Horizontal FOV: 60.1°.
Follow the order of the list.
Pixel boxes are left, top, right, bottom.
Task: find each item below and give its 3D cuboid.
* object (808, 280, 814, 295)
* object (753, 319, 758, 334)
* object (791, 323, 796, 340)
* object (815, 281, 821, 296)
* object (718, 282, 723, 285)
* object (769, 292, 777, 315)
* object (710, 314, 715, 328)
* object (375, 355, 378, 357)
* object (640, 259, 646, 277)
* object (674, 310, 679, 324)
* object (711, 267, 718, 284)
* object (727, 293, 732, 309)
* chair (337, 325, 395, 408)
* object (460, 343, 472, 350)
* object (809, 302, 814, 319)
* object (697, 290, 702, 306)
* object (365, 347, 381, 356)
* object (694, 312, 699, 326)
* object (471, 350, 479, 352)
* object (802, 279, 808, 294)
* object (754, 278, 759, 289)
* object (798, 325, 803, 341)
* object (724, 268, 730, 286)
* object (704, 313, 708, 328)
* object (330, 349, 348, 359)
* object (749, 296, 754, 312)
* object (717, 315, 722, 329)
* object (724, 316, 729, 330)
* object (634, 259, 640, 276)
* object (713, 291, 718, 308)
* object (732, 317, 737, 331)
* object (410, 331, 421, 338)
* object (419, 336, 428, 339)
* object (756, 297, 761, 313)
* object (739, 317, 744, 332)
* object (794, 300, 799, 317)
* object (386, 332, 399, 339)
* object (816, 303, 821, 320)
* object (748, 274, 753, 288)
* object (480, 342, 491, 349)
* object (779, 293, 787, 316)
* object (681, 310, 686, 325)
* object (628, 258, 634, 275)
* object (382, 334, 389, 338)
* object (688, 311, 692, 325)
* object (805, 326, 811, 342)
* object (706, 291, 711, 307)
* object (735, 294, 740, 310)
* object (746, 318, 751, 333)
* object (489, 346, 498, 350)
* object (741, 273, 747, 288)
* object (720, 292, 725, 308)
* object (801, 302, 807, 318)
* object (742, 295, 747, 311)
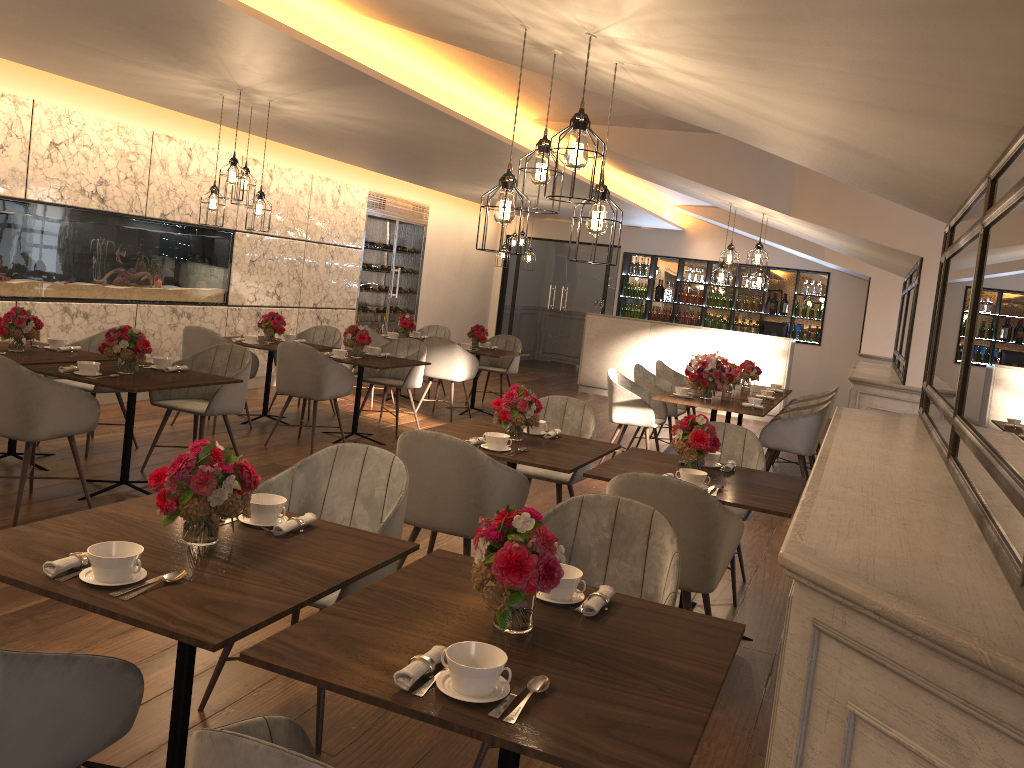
[{"bbox_3d":[4.673,-1.506,13.802,0.070,0.235,0.041,8,4,21],"label":"object"},{"bbox_3d":[3.904,-0.911,14.152,0.065,0.260,0.066,7,4,0],"label":"object"},{"bbox_3d":[4.439,-0.824,13.937,0.065,0.262,0.066,7,4,0],"label":"object"},{"bbox_3d":[4.765,-1.491,13.765,0.070,0.235,0.041,8,4,21],"label":"object"},{"bbox_3d":[3.387,-1.755,14.318,0.075,0.309,0.075,9,4,32],"label":"object"},{"bbox_3d":[4.143,-1.283,14.028,0.104,0.358,0.104,6,4,-16],"label":"object"},{"bbox_3d":[3.273,-1.014,14.406,0.065,0.260,0.066,7,4,0],"label":"object"},{"bbox_3d":[-1.185,-0.258,7.965,0.025,0.024,0.193,9,7,21],"label":"object"},{"bbox_3d":[2.198,-1.950,14.797,0.075,0.309,0.075,5,4,-22],"label":"object"},{"bbox_3d":[2.728,-1.104,14.626,0.065,0.260,0.066,7,4,0],"label":"object"},{"bbox_3d":[3.291,-1.771,14.357,0.075,0.309,0.075,4,4,-36],"label":"object"},{"bbox_3d":[3.519,-1.340,14.304,0.065,0.262,0.066,7,4,0],"label":"object"},{"bbox_3d":[-1.586,-0.217,9.788,0.566,0.869,0.527,8,5,22],"label":"chair"},{"bbox_3d":[-0.511,-0.410,9.741,0.148,0.072,0.149,4,7,-26],"label":"object"},{"bbox_3d":[4.684,-1.148,13.835,0.065,0.260,0.066,7,4,0],"label":"object"},{"bbox_3d":[3.075,-1.412,14.482,0.065,0.260,0.066,7,4,0],"label":"object"},{"bbox_3d":[-1.252,-0.294,8.002,0.148,0.072,0.149,4,7,-26],"label":"object"},{"bbox_3d":[3.033,-1.054,14.503,0.065,0.260,0.066,7,4,0],"label":"object"},{"bbox_3d":[-0.403,-0.365,9.719,0.043,0.015,0.197,9,7,17],"label":"object"},{"bbox_3d":[4.580,-1.521,13.839,0.070,0.235,0.041,8,4,21],"label":"object"},{"bbox_3d":[3.907,-1.632,14.110,0.070,0.235,0.041,8,4,21],"label":"object"},{"bbox_3d":[4.540,-0.806,13.896,0.065,0.260,0.066,7,4,0],"label":"object"},{"bbox_3d":[3.483,-1.740,14.280,0.075,0.309,0.075,9,4,32],"label":"object"},{"bbox_3d":[3.172,-1.031,14.447,0.065,0.260,0.066,7,4,0],"label":"object"},{"bbox_3d":[-1.447,-0.250,7.424,0.148,0.072,0.149,4,7,-26],"label":"object"},{"bbox_3d":[3.845,-1.286,14.172,0.065,0.260,0.066,7,4,0],"label":"object"},{"bbox_3d":[3.375,-0.997,14.365,0.065,0.260,0.066,7,4,0],"label":"object"},{"bbox_3d":[3.477,-0.981,14.324,0.065,0.260,0.066,7,4,0],"label":"object"},{"bbox_3d":[2.102,-1.966,14.836,0.075,0.309,0.075,5,4,-25],"label":"object"},{"bbox_3d":[3.316,-1.374,14.385,0.065,0.262,0.066,7,4,0],"label":"object"},{"bbox_3d":[3.599,-0.961,14.275,0.065,0.260,0.066,7,4,0],"label":"object"},{"bbox_3d":[-1.161,-0.593,10.659,0.149,0.072,0.148,12,8,44],"label":"object"},{"bbox_3d":[-1.058,-0.559,10.618,0.056,0.039,0.176,9,7,21],"label":"object"},{"bbox_3d":[3.946,-1.269,14.131,0.065,0.260,0.066,7,4,0],"label":"object"},{"bbox_3d":[3.701,-0.944,14.234,0.065,0.260,0.066,7,4,0],"label":"object"},{"bbox_3d":[4.481,-1.182,13.916,0.065,0.262,0.066,7,4,0],"label":"object"},{"bbox_3d":[-1.356,-0.548,10.081,0.148,0.072,0.149,4,7,-26],"label":"object"},{"bbox_3d":[4.786,-1.131,13.794,0.065,0.260,0.066,7,4,0],"label":"object"},{"bbox_3d":[3.815,-1.647,14.147,0.070,0.235,0.041,8,4,21],"label":"object"},{"bbox_3d":[-0.316,-0.454,10.319,0.149,0.072,0.148,12,8,44],"label":"object"},{"bbox_3d":[4.286,-1.260,13.967,0.103,0.358,0.104,4,5,-41],"label":"object"},{"bbox_3d":[2.829,-1.087,14.585,0.065,0.260,0.066,7,4,0],"label":"object"},{"bbox_3d":[2.006,-1.982,14.874,0.075,0.309,0.075,3,5,-43],"label":"object"},{"bbox_3d":[-1.463,-0.549,10.124,0.056,0.039,0.176,9,7,21],"label":"object"},{"bbox_3d":[2.931,-1.070,14.544,0.065,0.260,0.066,7,4,0],"label":"object"},{"bbox_3d":[4.642,-0.790,13.855,0.065,0.260,0.066,7,4,0],"label":"object"},{"bbox_3d":[3.214,-1.389,14.426,0.065,0.260,0.066,7,4,0],"label":"object"},{"bbox_3d":[3.641,-1.319,14.254,0.065,0.260,0.066,7,4,0],"label":"object"},{"bbox_3d":[3.803,-0.927,14.193,0.065,0.260,0.066,7,4,0],"label":"object"},{"bbox_3d":[-0.213,-0.420,10.278,0.056,0.039,0.176,9,7,21],"label":"object"},{"bbox_3d":[3.722,-1.662,14.185,0.070,0.235,0.041,8,4,21],"label":"object"},{"bbox_3d":[3.417,-1.357,14.344,0.065,0.262,0.066,7,4,0],"label":"object"},{"bbox_3d":[4.582,-1.165,13.875,0.065,0.260,0.066,7,4,0],"label":"object"},{"bbox_3d":[3.743,-1.302,14.213,0.065,0.260,0.066,7,4,0],"label":"object"}]
